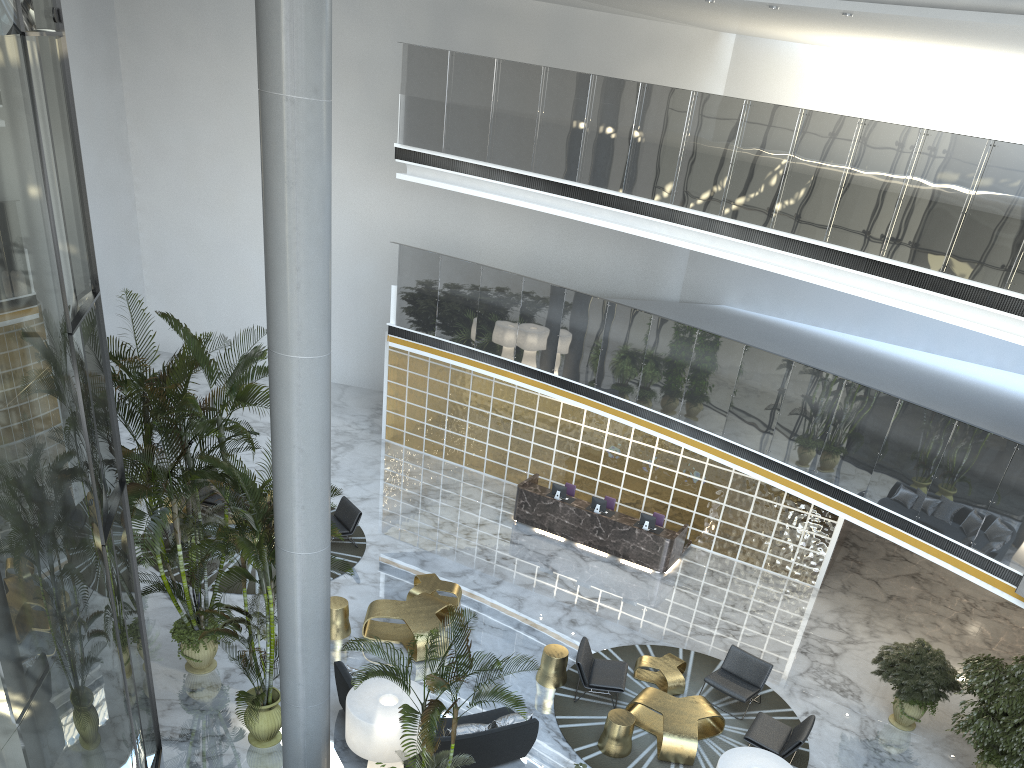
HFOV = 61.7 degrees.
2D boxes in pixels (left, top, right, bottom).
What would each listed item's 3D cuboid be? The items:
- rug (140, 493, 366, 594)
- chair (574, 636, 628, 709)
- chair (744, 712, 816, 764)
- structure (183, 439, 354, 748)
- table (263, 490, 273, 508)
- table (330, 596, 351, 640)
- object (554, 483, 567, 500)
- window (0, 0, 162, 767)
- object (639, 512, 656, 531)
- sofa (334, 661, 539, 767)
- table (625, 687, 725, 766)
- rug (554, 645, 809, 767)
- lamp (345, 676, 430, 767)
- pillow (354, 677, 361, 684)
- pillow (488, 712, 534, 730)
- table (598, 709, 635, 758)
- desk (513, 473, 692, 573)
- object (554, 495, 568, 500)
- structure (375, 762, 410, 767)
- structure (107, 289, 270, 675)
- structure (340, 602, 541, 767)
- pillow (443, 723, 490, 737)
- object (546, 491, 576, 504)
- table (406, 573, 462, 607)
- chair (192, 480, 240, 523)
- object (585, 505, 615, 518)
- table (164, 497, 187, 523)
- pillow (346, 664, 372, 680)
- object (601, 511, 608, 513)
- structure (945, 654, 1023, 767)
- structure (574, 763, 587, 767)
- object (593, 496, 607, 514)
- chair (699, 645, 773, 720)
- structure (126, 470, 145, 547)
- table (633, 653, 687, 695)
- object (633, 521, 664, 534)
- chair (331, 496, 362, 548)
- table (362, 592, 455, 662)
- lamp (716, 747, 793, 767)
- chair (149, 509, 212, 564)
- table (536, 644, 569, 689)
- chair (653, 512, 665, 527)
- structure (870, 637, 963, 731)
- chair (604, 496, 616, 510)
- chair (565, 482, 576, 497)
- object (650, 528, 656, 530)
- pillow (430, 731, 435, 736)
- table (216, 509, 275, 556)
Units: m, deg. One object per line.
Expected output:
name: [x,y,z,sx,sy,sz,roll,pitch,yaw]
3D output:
rug: [-4.234,2.572,14.260,3.586,0.021,3.124,4,21,-14]
chair: [1.216,3.987,11.804,0.722,0.752,0.651,11,25,6]
chair: [3.450,4.604,11.161,0.692,0.752,0.681,20,27,24]
structure: [-2.678,2.433,9.336,1.618,4.168,1.855,-16,35,-37]
table: [-4.037,2.116,15.118,0.748,0.306,0.771,9,21,0]
table: [-2.517,3.327,12.223,0.443,0.557,0.393,-7,29,-29]
object: [0.856,1.983,15.721,0.279,0.329,0.106,18,29,20]
window: [-4.394,1.280,4.702,4.253,8.999,13.559,-6,27,-25]
object: [2.394,2.448,15.169,0.279,0.329,0.106,18,29,20]
sofa: [-0.968,4.052,10.628,1.931,0.795,1.781,-4,25,-31]
table: [2.162,4.498,11.287,1.366,0.450,1.062,10,21,1]
rug: [2.325,4.596,11.787,3.336,0.021,3.375,21,23,28]
lamp: [-1.333,3.989,9.051,0.804,1.867,0.779,19,29,21]
pillow: [-1.661,3.796,10.295,0.354,0.508,0.575,-17,34,-41]
pillow: [-0.017,4.089,10.306,0.615,0.449,0.262,-3,28,-25]
table: [1.351,4.438,10.919,0.437,0.557,0.399,-12,32,-36]
desk: [1.762,2.495,16.145,3.021,0.799,1.488,18,23,20]
object: [0.918,2.098,15.897,0.253,0.012,0.067,17,21,19]
structure: [-1.048,4.340,7.484,1.531,2.381,1.438,14,27,13]
structure: [-3.794,1.408,10.098,2.379,5.205,2.312,-18,36,-40]
structure: [-0.727,3.492,7.784,1.389,3.863,1.106,-15,35,-36]
pillow: [-0.558,4.099,10.026,0.617,0.449,0.261,-1,27,-22]
object: [0.879,2.118,15.851,0.488,0.005,0.389,18,21,22]
table: [-1.194,3.256,13.380,0.798,0.327,0.823,9,21,0]
chair: [-5.044,1.890,14.617,0.700,0.752,0.673,18,26,20]
object: [1.583,2.330,15.599,0.488,0.005,0.389,18,21,22]
table: [-5.478,2.131,14.034,0.460,0.563,0.404,-4,28,-24]
pillow: [-1.817,3.693,10.579,0.526,0.416,0.263,23,30,31]
object: [1.622,2.311,15.644,0.253,0.012,0.067,17,21,19]
structure: [6.434,4.436,10.943,1.632,2.212,1.805,9,25,3]
structure: [1.014,4.590,7.421,2.206,2.612,2.109,-12,32,-36]
object: [1.560,2.196,15.469,0.279,0.329,0.106,18,29,20]
chair: [3.163,4.209,12.106,0.670,0.752,0.703,26,30,33]
structure: [-5.808,1.960,12.350,0.958,1.978,0.836,-16,35,-39]
table: [2.222,4.165,12.435,0.798,0.306,0.724,24,26,34]
object: [2.417,2.582,15.299,0.488,0.005,0.389,18,21,22]
chair: [-2.969,2.351,14.327,0.724,0.752,0.649,-10,30,-34]
table: [-1.387,3.500,12.387,1.465,0.480,1.129,-4,25,-31]
lamp: [2.352,4.670,8.909,0.847,1.867,0.737,3,28,-8]
chair: [-5.175,2.322,13.375,0.718,0.752,0.656,-13,32,-38]
table: [0.583,3.939,11.995,0.443,0.557,0.393,-7,29,-29]
chair: [2.576,2.678,15.631,0.245,0.655,0.322,20,29,23]
structure: [5.709,4.256,12.154,1.219,1.488,1.024,1,26,-14]
chair: [1.723,2.420,15.937,0.245,0.655,0.322,20,29,23]
chair: [1.005,2.203,16.195,0.245,0.655,0.322,20,29,23]
object: [2.456,2.563,15.344,0.253,0.012,0.067,17,21,19]
pillow: [-1.148,4.012,9.934,0.613,0.465,0.262,13,27,11]
table: [-4.076,2.438,14.008,1.372,0.449,1.057,-4,25,-31]
